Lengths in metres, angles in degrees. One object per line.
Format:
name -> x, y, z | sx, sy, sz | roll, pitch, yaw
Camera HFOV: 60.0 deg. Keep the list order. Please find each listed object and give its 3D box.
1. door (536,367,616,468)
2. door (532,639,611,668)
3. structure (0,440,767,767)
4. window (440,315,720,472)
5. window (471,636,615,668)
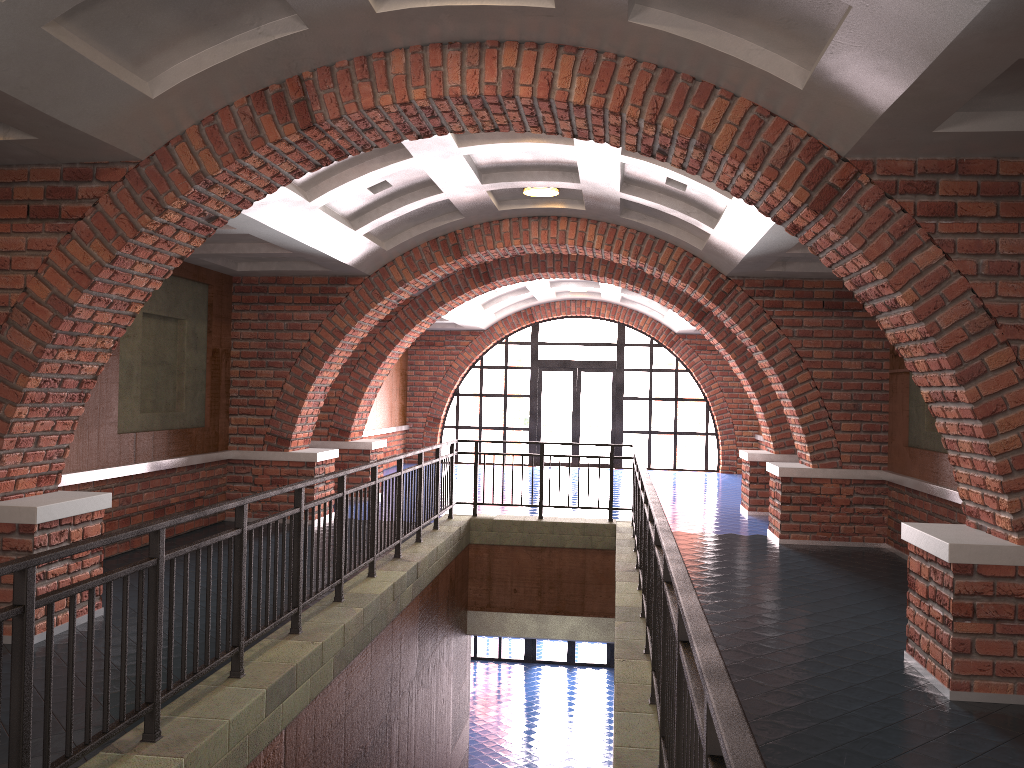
door -> 1.442, 0.749, 19.909 | 1.754, 2.236, 0.040 | 1, -1, 7
door -> 1.344, 5.198, 19.858 | 1.754, 2.236, 0.040 | 1, -1, 7
structure -> -0.279, 3.467, 5.431 | 2.464, 5.665, 11.176 | 1, -1, 7
window -> 1.506, 0.182, 19.903 | 6.353, 3.471, 0.100 | 1, -1, 7
window -> 1.410, 4.579, 19.853 | 6.353, 3.471, 0.100 | 1, -1, 7
